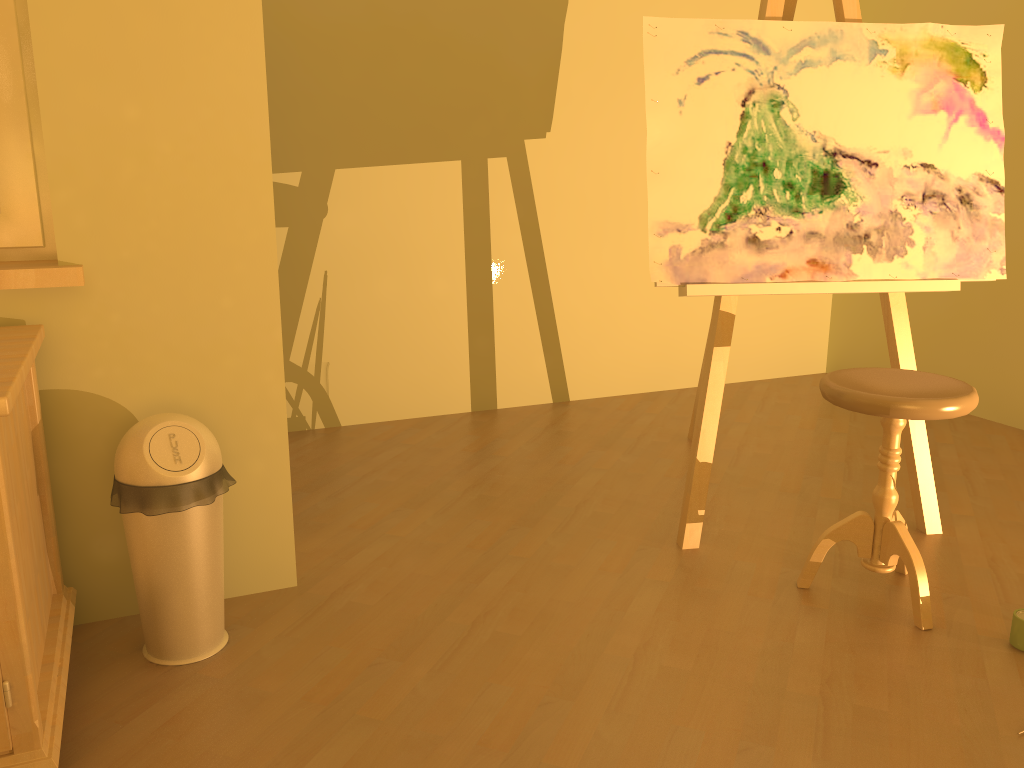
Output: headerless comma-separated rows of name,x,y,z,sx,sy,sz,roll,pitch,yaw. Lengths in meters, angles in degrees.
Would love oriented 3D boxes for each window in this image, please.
window,-1.713,-0.829,1.601,1.486,1.263,0.142,-6,15,-23

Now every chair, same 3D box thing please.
chair,0.918,0.264,2.168,0.348,0.551,0.364,-3,14,-12

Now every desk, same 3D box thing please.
desk,-1.506,0.360,1.403,1.396,0.720,0.684,-6,15,-23

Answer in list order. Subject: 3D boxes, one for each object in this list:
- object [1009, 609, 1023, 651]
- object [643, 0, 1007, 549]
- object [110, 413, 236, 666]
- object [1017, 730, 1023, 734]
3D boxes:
object,1.160,0.553,1.986,0.073,0.073,0.073,-5,14,-18
object,0.733,-0.484,2.653,0.972,1.896,1.132,-11,18,-39
object,-0.733,0.325,1.938,0.248,0.535,0.255,3,14,11
object,1.101,0.643,1.752,0.325,0.010,0.010,-7,15,-27
